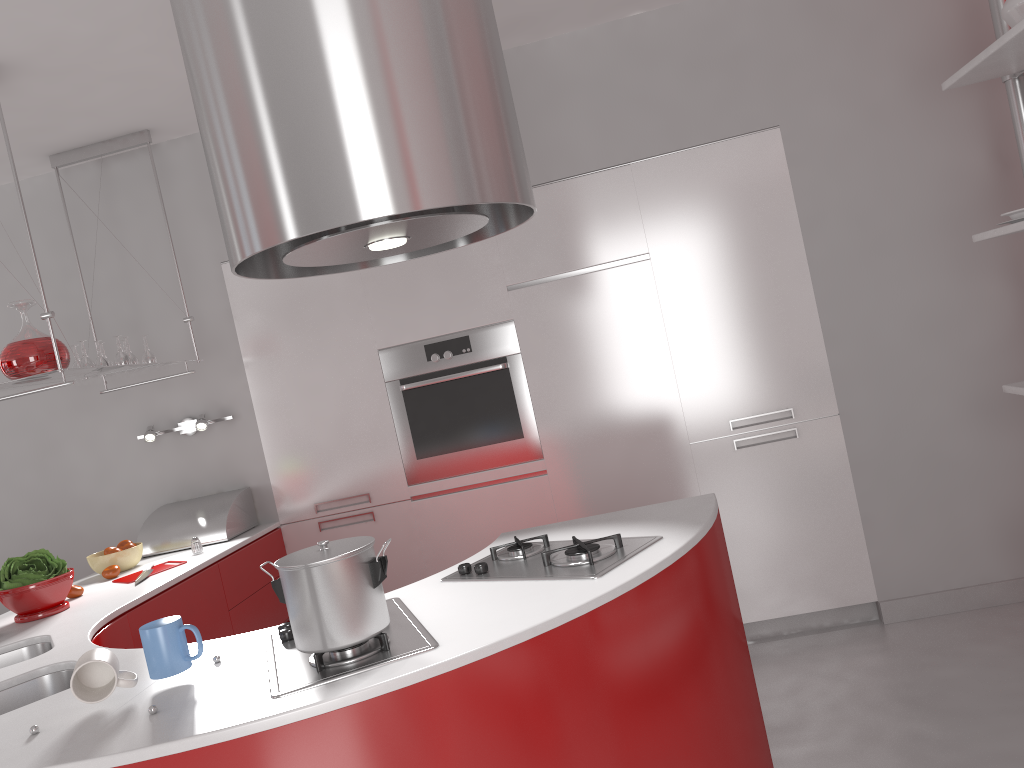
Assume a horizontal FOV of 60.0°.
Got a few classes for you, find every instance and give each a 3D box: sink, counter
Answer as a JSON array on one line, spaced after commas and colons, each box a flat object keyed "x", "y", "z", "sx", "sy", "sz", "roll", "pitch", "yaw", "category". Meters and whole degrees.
[{"x": -1.392, "y": 0.838, "z": 2.292, "sx": 0.428, "sy": 0.172, "sz": 0.326, "roll": -13, "pitch": 2, "yaw": -31, "category": "sink"}, {"x": -1.104, "y": 0.786, "z": 1.903, "sx": 0.428, "sy": 0.172, "sz": 0.326, "roll": -14, "pitch": 2, "yaw": -43, "category": "sink"}, {"x": -0.853, "y": 1.053, "z": 2.579, "sx": 2.865, "sy": 0.880, "sz": 1.868, "roll": -11, "pitch": 2, "yaw": 42, "category": "counter"}]

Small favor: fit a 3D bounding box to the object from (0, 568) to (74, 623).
[{"x": -1.508, "y": 0.679, "z": 2.826, "sx": 0.228, "sy": 0.118, "sz": 0.229, "roll": -13, "pitch": 2, "yaw": -21, "category": "object"}]

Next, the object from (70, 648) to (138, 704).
[{"x": -0.778, "y": 0.550, "z": 1.691, "sx": 0.109, "sy": 0.080, "sz": 0.100, "roll": -13, "pitch": 2, "yaw": -22, "category": "object"}]

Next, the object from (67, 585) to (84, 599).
[{"x": -1.498, "y": 0.706, "z": 3.028, "sx": 0.063, "sy": 0.048, "sz": 0.064, "roll": -13, "pitch": 2, "yaw": -14, "category": "object"}]

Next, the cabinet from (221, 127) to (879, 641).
[{"x": 0.154, "y": 0.204, "z": 4.007, "sx": 2.398, "sy": 2.026, "sz": 0.614, "roll": -12, "pitch": 2, "yaw": 8, "category": "cabinet"}]

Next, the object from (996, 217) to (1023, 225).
[{"x": 1.652, "y": -0.521, "z": 2.739, "sx": 0.280, "sy": 0.015, "sz": 0.280, "roll": -11, "pitch": 2, "yaw": 45, "category": "object"}]

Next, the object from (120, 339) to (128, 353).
[{"x": -1.571, "y": -0.110, "z": 3.623, "sx": 0.060, "sy": 0.141, "sz": 0.060, "roll": -12, "pitch": 2, "yaw": 8, "category": "object"}]

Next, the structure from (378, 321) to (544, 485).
[{"x": -0.221, "y": 0.086, "z": 3.731, "sx": 0.599, "sy": 0.589, "sz": 0.050, "roll": -12, "pitch": 2, "yaw": 8, "category": "structure"}]

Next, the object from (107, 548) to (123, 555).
[{"x": -1.515, "y": 0.651, "z": 3.384, "sx": 0.062, "sy": 0.049, "sz": 0.066, "roll": -12, "pitch": 2, "yaw": 16, "category": "object"}]

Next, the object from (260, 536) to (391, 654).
[{"x": -0.335, "y": 0.385, "z": 1.665, "sx": 0.218, "sy": 0.185, "sz": 0.189, "roll": -13, "pitch": 2, "yaw": -30, "category": "object"}]

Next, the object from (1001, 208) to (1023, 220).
[{"x": 1.649, "y": -0.534, "z": 2.738, "sx": 0.244, "sy": 0.042, "sz": 0.244, "roll": -13, "pitch": 2, "yaw": -8, "category": "object"}]

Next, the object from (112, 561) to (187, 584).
[{"x": -1.315, "y": 0.682, "z": 3.223, "sx": 0.168, "sy": 0.006, "sz": 0.266, "roll": -11, "pitch": 2, "yaw": 35, "category": "object"}]

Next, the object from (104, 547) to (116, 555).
[{"x": -1.548, "y": 0.656, "z": 3.439, "sx": 0.062, "sy": 0.052, "sz": 0.065, "roll": -13, "pitch": 2, "yaw": -7, "category": "object"}]

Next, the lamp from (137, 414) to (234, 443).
[{"x": -1.430, "y": 0.191, "z": 3.833, "sx": 0.454, "sy": 0.081, "sz": 0.155, "roll": -12, "pitch": 2, "yaw": 8, "category": "lamp"}]

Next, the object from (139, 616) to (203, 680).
[{"x": -0.669, "y": 0.516, "z": 1.754, "sx": 0.109, "sy": 0.100, "sz": 0.080, "roll": -13, "pitch": 2, "yaw": -19, "category": "object"}]

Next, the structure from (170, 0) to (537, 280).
[{"x": -0.363, "y": -0.756, "z": 1.860, "sx": 0.644, "sy": 0.958, "sz": 0.644, "roll": -13, "pitch": 2, "yaw": -26, "category": "structure"}]

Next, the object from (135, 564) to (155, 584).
[{"x": -1.307, "y": 0.675, "z": 3.166, "sx": 0.041, "sy": 0.008, "sz": 0.375, "roll": -13, "pitch": 2, "yaw": -15, "category": "object"}]

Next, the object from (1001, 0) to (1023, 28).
[{"x": 1.588, "y": -1.117, "z": 2.634, "sx": 0.231, "sy": 0.191, "sz": 0.231, "roll": -14, "pitch": 2, "yaw": -41, "category": "object"}]

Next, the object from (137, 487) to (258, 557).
[{"x": -1.341, "y": 0.582, "z": 3.758, "sx": 0.400, "sy": 0.170, "sz": 0.300, "roll": -12, "pitch": 2, "yaw": 8, "category": "object"}]

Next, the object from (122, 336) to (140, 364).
[{"x": -1.529, "y": -0.117, "z": 3.542, "sx": 0.060, "sy": 0.141, "sz": 0.060, "roll": -12, "pitch": 2, "yaw": 8, "category": "object"}]

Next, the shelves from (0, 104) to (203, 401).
[{"x": -1.667, "y": -0.478, "z": 3.258, "sx": 0.462, "sy": 1.023, "sz": 0.934, "roll": -12, "pitch": 2, "yaw": 8, "category": "shelves"}]

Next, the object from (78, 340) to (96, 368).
[{"x": -1.615, "y": -0.093, "z": 3.360, "sx": 0.060, "sy": 0.141, "sz": 0.060, "roll": -12, "pitch": 2, "yaw": 8, "category": "object"}]

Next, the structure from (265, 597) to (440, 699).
[{"x": -0.337, "y": 0.495, "z": 1.764, "sx": 0.303, "sy": 0.037, "sz": 0.457, "roll": -13, "pitch": 2, "yaw": -17, "category": "structure"}]

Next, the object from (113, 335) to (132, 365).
[{"x": -1.518, "y": -0.116, "z": 3.442, "sx": 0.060, "sy": 0.141, "sz": 0.060, "roll": -12, "pitch": 2, "yaw": 8, "category": "object"}]

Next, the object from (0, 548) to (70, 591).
[{"x": -1.520, "y": 0.627, "z": 2.814, "sx": 0.193, "sy": 0.182, "sz": 0.198, "roll": -12, "pitch": 2, "yaw": 14, "category": "object"}]

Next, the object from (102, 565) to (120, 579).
[{"x": -1.484, "y": 0.698, "z": 3.284, "sx": 0.063, "sy": 0.047, "sz": 0.065, "roll": -12, "pitch": 2, "yaw": 8, "category": "object"}]

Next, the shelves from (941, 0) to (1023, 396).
[{"x": 1.716, "y": -0.376, "z": 2.181, "sx": 0.535, "sy": 2.599, "sz": 1.735, "roll": -12, "pitch": 2, "yaw": 8, "category": "shelves"}]

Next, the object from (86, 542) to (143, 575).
[{"x": -1.526, "y": 0.683, "z": 3.428, "sx": 0.201, "sy": 0.086, "sz": 0.201, "roll": -12, "pitch": 2, "yaw": 9, "category": "object"}]

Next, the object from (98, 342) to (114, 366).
[{"x": -1.630, "y": -0.095, "z": 3.549, "sx": 0.060, "sy": 0.141, "sz": 0.060, "roll": -13, "pitch": 2, "yaw": -15, "category": "object"}]

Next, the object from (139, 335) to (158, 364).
[{"x": -1.487, "y": -0.128, "z": 3.621, "sx": 0.060, "sy": 0.141, "sz": 0.060, "roll": -12, "pitch": 2, "yaw": 8, "category": "object"}]

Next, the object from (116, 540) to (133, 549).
[{"x": -1.524, "y": 0.645, "z": 3.494, "sx": 0.066, "sy": 0.058, "sz": 0.055, "roll": -13, "pitch": 2, "yaw": -7, "category": "object"}]

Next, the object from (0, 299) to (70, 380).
[{"x": -1.617, "y": -0.145, "z": 2.979, "sx": 0.213, "sy": 0.266, "sz": 0.213, "roll": -11, "pitch": 2, "yaw": 36, "category": "object"}]

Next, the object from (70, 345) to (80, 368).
[{"x": -1.686, "y": -0.080, "z": 3.445, "sx": 0.060, "sy": 0.141, "sz": 0.060, "roll": -13, "pitch": 2, "yaw": -15, "category": "object"}]

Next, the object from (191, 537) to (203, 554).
[{"x": -1.224, "y": 0.625, "z": 3.439, "sx": 0.042, "sy": 0.066, "sz": 0.043, "roll": -12, "pitch": 2, "yaw": 21, "category": "object"}]

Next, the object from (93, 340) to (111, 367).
[{"x": -1.603, "y": -0.098, "z": 3.458, "sx": 0.060, "sy": 0.141, "sz": 0.060, "roll": -12, "pitch": 2, "yaw": 8, "category": "object"}]

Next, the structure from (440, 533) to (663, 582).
[{"x": 0.086, "y": 0.394, "z": 2.073, "sx": 0.457, "sy": 0.037, "sz": 0.303, "roll": -11, "pitch": 2, "yaw": 38, "category": "structure"}]

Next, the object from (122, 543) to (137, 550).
[{"x": -1.487, "y": 0.643, "z": 3.444, "sx": 0.062, "sy": 0.049, "sz": 0.066, "roll": -12, "pitch": 2, "yaw": 5, "category": "object"}]

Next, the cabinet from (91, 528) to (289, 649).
[{"x": -0.784, "y": 0.998, "z": 2.840, "sx": 1.025, "sy": 0.761, "sz": 1.875, "roll": -14, "pitch": 2, "yaw": -37, "category": "cabinet"}]
